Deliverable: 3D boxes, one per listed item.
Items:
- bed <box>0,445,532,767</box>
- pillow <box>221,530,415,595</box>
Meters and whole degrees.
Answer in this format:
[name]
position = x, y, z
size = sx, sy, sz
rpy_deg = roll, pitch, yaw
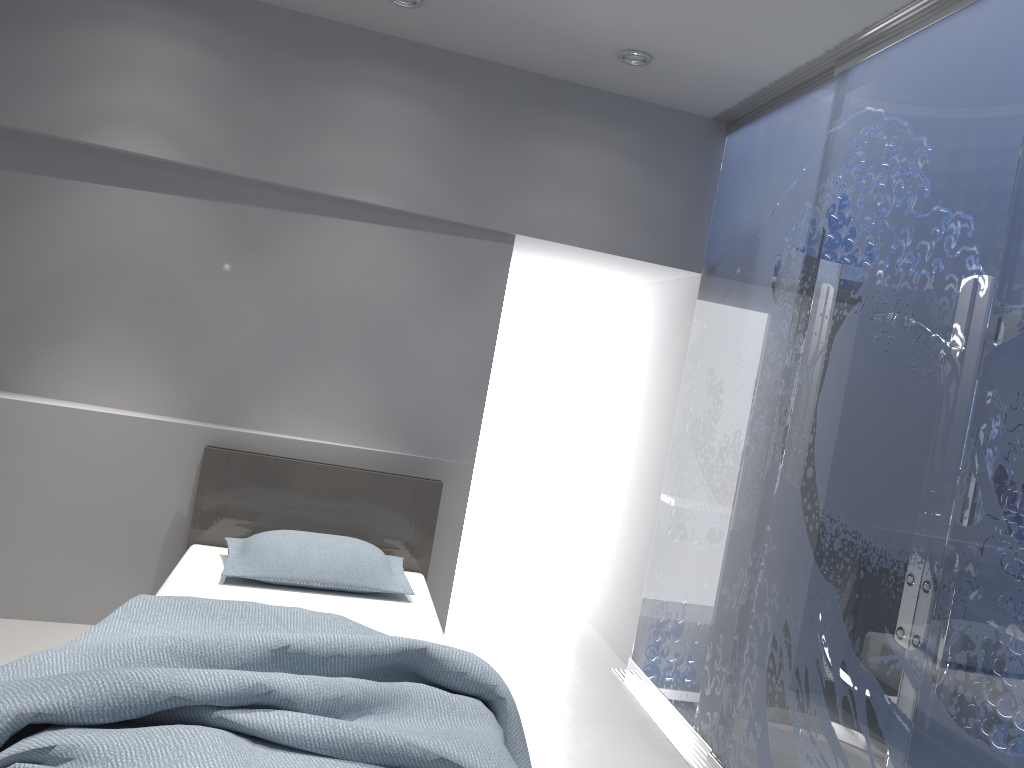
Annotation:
[bed]
position = -0.697, 0.776, 2.797
size = 1.411, 0.752, 2.319
rpy_deg = 10, 1, -11
[pillow]
position = -0.760, 0.694, 3.511
size = 0.746, 0.173, 0.417
rpy_deg = 10, 1, -16
